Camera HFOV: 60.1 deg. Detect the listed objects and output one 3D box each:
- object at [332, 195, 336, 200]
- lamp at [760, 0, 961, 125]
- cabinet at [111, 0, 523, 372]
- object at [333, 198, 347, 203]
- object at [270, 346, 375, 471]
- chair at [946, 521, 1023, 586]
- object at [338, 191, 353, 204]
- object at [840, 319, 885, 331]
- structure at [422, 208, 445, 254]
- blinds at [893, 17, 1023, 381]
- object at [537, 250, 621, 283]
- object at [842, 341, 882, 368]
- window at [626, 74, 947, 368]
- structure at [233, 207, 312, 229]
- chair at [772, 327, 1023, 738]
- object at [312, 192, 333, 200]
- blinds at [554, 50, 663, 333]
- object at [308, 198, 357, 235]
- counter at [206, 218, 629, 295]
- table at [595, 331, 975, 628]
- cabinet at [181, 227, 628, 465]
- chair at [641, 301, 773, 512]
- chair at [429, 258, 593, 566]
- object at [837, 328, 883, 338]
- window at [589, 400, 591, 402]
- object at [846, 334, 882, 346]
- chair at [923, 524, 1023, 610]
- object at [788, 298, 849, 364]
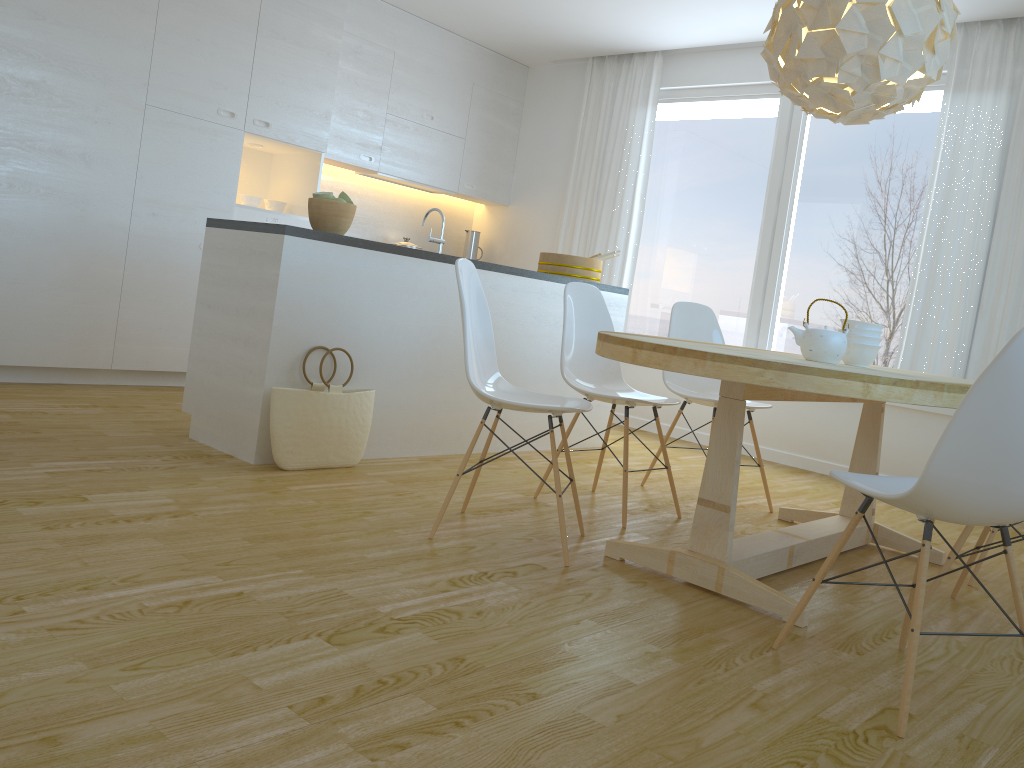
[{"bbox_3d":[-0.797,-0.781,3.836,0.101,0.098,0.087,6,4,-28],"label":"object"},{"bbox_3d":[1.266,-1.486,3.161,0.650,1.132,0.637,10,3,40],"label":"lamp"},{"bbox_3d":[-1.148,-1.219,6.153,0.483,2.295,3.193,10,4,41],"label":"cabinet"},{"bbox_3d":[-0.739,-0.752,3.784,0.081,0.085,0.098,9,4,6],"label":"object"},{"bbox_3d":[-0.318,0.174,3.438,1.193,0.500,0.471,10,4,19],"label":"object"},{"bbox_3d":[2.016,0.315,3.308,0.524,0.899,0.430,9,3,16],"label":"chair"},{"bbox_3d":[-0.720,-0.800,3.846,0.074,0.071,0.078,7,4,-24],"label":"object"},{"bbox_3d":[1.247,-0.180,3.168,0.151,0.087,0.153,7,5,-21],"label":"object"},{"bbox_3d":[-0.394,-0.728,4.171,0.163,0.215,0.096,11,4,41],"label":"structure"},{"bbox_3d":[2.629,-0.992,4.849,0.799,2.155,0.149,10,3,41],"label":"blinds"},{"bbox_3d":[0.371,-0.718,5.250,0.428,0.213,0.381,6,5,-21],"label":"object"},{"bbox_3d":[1.236,-0.105,3.165,0.151,0.082,0.152,7,5,-10],"label":"object"},{"bbox_3d":[1.756,-1.030,5.869,2.743,1.913,0.088,12,4,41],"label":"window"},{"bbox_3d":[-1.505,-0.756,5.493,0.049,0.594,0.559,10,4,41],"label":"structure"},{"bbox_3d":[1.005,0.286,2.069,0.429,0.899,0.526,7,3,-19],"label":"chair"},{"bbox_3d":[-0.803,-0.787,3.747,0.083,0.065,0.086,5,5,-37],"label":"object"},{"bbox_3d":[0.655,-1.443,6.607,0.799,2.155,0.149,10,3,41],"label":"blinds"},{"bbox_3d":[-0.779,-0.711,3.800,0.205,0.141,0.206,8,4,2],"label":"object"},{"bbox_3d":[-0.317,-0.623,4.547,0.604,0.040,2.395,13,7,41],"label":"counter"},{"bbox_3d":[1.049,0.276,3.170,1.200,0.723,2.185,12,6,39],"label":"table"},{"bbox_3d":[-0.385,-0.155,4.561,0.604,0.907,2.395,11,5,41],"label":"cabinet"},{"bbox_3d":[0.946,0.083,4.127,0.428,0.899,0.526,7,3,-29],"label":"chair"},{"bbox_3d":[0.026,0.062,2.953,0.524,0.899,0.430,9,3,11],"label":"chair"},{"bbox_3d":[1.240,-0.153,3.169,0.151,0.095,0.152,5,5,-32],"label":"object"},{"bbox_3d":[1.185,-0.734,2.466,2.564,2.048,1.875,12,5,41],"label":"window"},{"bbox_3d":[1.238,-0.129,3.168,0.151,0.093,0.152,7,4,-10],"label":"object"},{"bbox_3d":[1.612,0.318,2.662,0.526,0.899,0.428,11,3,41],"label":"chair"},{"bbox_3d":[1.035,-0.180,2.963,0.178,0.211,0.147,11,4,40],"label":"object"}]
